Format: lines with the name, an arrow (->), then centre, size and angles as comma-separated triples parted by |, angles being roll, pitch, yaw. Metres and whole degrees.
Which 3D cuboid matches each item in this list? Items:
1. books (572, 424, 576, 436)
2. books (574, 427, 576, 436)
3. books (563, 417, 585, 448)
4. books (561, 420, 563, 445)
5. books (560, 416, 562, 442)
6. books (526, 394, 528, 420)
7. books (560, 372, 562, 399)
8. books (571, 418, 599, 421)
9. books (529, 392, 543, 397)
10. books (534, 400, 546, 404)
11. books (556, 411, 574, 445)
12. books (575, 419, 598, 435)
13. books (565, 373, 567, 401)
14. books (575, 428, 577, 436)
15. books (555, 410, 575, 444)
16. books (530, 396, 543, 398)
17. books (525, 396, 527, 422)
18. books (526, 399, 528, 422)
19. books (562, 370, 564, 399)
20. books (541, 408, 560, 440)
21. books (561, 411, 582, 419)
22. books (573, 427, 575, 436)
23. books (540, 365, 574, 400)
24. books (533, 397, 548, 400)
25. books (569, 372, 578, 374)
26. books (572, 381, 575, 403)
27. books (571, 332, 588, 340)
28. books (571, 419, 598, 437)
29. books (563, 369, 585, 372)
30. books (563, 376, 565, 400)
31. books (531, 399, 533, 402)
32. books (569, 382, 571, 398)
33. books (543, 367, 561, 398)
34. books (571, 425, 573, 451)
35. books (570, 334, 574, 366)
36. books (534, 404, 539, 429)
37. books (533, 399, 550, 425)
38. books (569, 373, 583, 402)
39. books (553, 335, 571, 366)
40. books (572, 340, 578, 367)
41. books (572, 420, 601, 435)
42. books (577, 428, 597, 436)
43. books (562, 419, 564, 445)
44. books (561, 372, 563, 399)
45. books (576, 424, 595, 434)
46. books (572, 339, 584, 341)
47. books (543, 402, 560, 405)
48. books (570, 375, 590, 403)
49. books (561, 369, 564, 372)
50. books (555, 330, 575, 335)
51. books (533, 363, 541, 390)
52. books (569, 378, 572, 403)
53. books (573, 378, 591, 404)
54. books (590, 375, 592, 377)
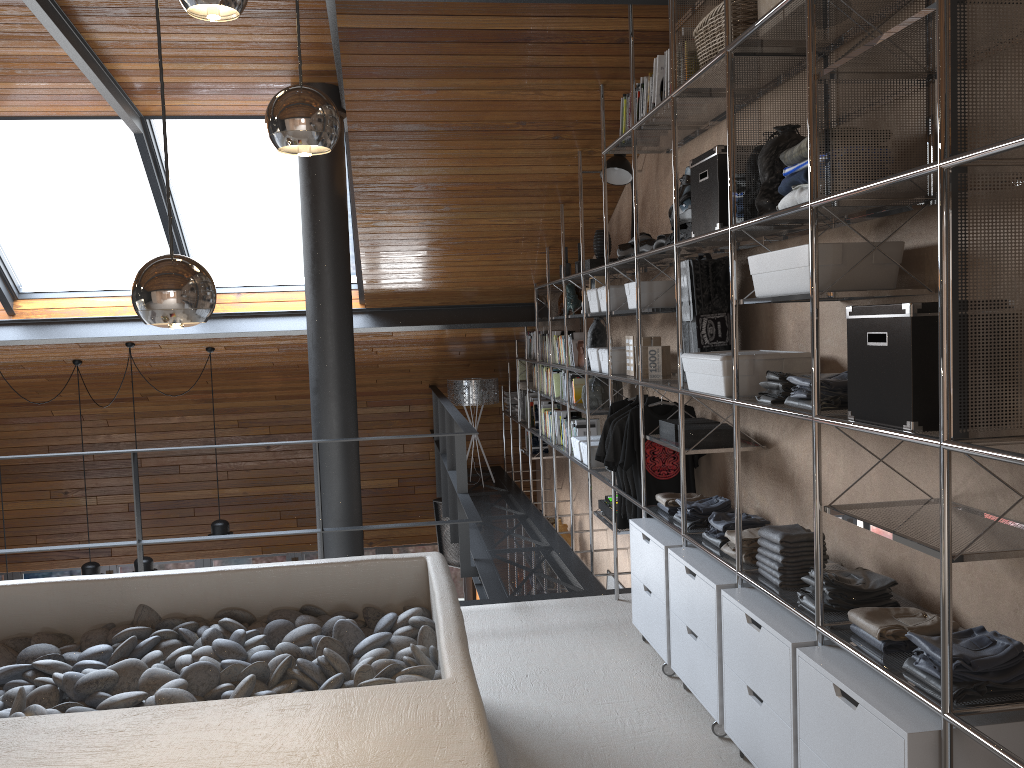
books -> 0.492, 0.360, 5.962 | 0.160, 0.187, 0.060 | -3, 4, -8
books -> 0.492, 0.370, 5.924 | 0.146, 0.171, 0.054 | -3, 4, -8
books -> 0.444, 0.341, 6.184 | 0.136, 0.210, 0.273 | -3, 4, -7
books -> 0.417, 0.342, 6.322 | 0.131, 0.180, 0.042 | -3, 4, -8
books -> 0.422, 0.328, 6.348 | 0.149, 0.205, 0.049 | -3, 4, -8
books -> 0.228, 0.211, 7.972 | 0.191, 0.255, 0.012 | -3, 4, -8
books -> 0.416, 0.006, 6.317 | 0.148, 0.190, 0.013 | -3, 4, -8
books -> 0.503, 0.342, 6.070 | 0.207, 0.205, 0.053 | -3, 4, -8
books -> 0.224, 0.212, 7.850 | 0.143, 0.268, 0.020 | -3, 4, -8
books -> 0.263, 0.256, 7.433 | 0.148, 0.233, 0.053 | -3, 4, -8
books -> 0.395, 0.314, 6.370 | 0.148, 0.233, 0.053 | -3, 4, -8
books -> 0.500, 0.348, 5.896 | 0.143, 0.217, 0.066 | -3, 4, -8
books -> 0.441, 0.018, 6.113 | 0.148, 0.190, 0.013 | -3, 4, -8
books -> 0.499, 0.368, 5.910 | 0.148, 0.175, 0.046 | -3, 4, -8
books -> 0.388, 0.311, 6.418 | 0.148, 0.233, 0.053 | -3, 4, -8
books -> 0.238, 0.231, 7.760 | 0.146, 0.240, 0.023 | -3, 4, -8
books -> 0.193, 0.220, 8.009 | 0.148, 0.234, 0.013 | -3, 4, -8
books -> 0.213, 0.222, 7.984 | 0.169, 0.232, 0.018 | -3, 4, -8
books -> 0.451, -0.002, 6.279 | 0.191, 0.207, 0.012 | -3, 4, -8
books -> 0.332, 0.303, 6.827 | 0.139, 0.211, 0.467 | -3, 4, -8
books -> 0.431, 0.315, 6.339 | 0.148, 0.233, 0.053 | -3, 4, -8
books -> 0.478, 0.372, 5.936 | 0.130, 0.167, 0.046 | -3, 4, -8
books -> 0.361, -0.024, 6.659 | 0.138, 0.212, 1.040 | -3, 4, -7
books -> 0.244, 0.240, 7.574 | 0.131, 0.247, 0.018 | -3, 4, -8
books -> 0.462, 0.018, 6.067 | 0.146, 0.195, 0.023 | -3, 4, -8
books -> 0.471, 0.053, 5.902 | 0.131, 0.147, 0.045 | -3, 4, -8
books -> 0.486, -0.237, 5.833 | 0.177, 0.209, 0.082 | -3, 4, -8
books -> 0.503, 0.346, 6.017 | 0.191, 0.205, 0.055 | -3, 4, -8
books -> 0.458, 0.001, 6.268 | 0.192, 0.204, 0.012 | -3, 4, -8
books -> 0.427, 0.025, 6.198 | 0.130, 0.169, 0.010 | -3, 4, -8
books -> 0.234, 0.244, 7.624 | 0.129, 0.231, 0.010 | -3, 4, -8
books -> 0.454, 0.039, 5.973 | 0.130, 0.167, 0.046 | -3, 4, -8
books -> 0.344, -0.018, 6.635 | 0.139, 0.208, 0.494 | -3, 4, -8
books -> 0.488, 0.355, 6.029 | 0.169, 0.188, 0.058 | -3, 4, -8
books -> 0.473, -0.225, 5.838 | 0.161, 0.215, 0.092 | -3, 4, -8
books -> 0.264, 0.271, 7.416 | 0.148, 0.206, 0.053 | -3, 4, -8
books -> 0.255, 0.252, 7.492 | 0.143, 0.235, 0.055 | -3, 4, -8
books -> 0.462, 0.022, 6.036 | 0.148, 0.190, 0.013 | -3, 4, -8
books -> 0.400, -0.237, 6.156 | 0.139, 0.206, 0.497 | -3, 4, -8
books -> 0.453, -0.201, 5.804 | 0.112, 0.169, 0.068 | -3, 4, -8
books -> 0.510, 0.348, 6.006 | 0.192, 0.202, 0.055 | -3, 4, -8
books -> 0.500, 0.375, 5.869 | 0.130, 0.166, 0.046 | -3, 4, -8
books -> 0.428, 0.332, 6.310 | 0.137, 0.201, 0.047 | -3, 4, -8
books -> 0.437, 0.007, 6.291 | 0.169, 0.189, 0.018 | -3, 4, -8
books -> 0.495, 0.365, 5.879 | 0.129, 0.186, 0.050 | -3, 4, -8
books -> 0.457, -0.205, 5.816 | 0.117, 0.176, 0.074 | -3, 4, -8
books -> 0.336, 0.262, 7.294 | 0.148, 0.233, 0.053 | -3, 4, -8
books -> 0.460, 0.032, 5.917 | 0.129, 0.186, 0.050 | -3, 4, -8
books -> 0.452, -0.005, 6.332 | 0.207, 0.207, 0.010 | -3, 4, -8
books -> 0.393, -0.269, 6.425 | 0.148, 0.233, 0.053 | -3, 4, -8
books -> 0.260, -0.062, 7.281 | 0.130, 0.216, 0.311 | -3, 4, -8
books -> 0.464, 0.040, 5.960 | 0.148, 0.167, 0.053 | -3, 4, -8
books -> 0.476, 0.045, 5.887 | 0.129, 0.165, 0.056 | -3, 4, -8
books -> 0.475, 0.031, 6.025 | 0.136, 0.173, 0.014 | -3, 4, -8
